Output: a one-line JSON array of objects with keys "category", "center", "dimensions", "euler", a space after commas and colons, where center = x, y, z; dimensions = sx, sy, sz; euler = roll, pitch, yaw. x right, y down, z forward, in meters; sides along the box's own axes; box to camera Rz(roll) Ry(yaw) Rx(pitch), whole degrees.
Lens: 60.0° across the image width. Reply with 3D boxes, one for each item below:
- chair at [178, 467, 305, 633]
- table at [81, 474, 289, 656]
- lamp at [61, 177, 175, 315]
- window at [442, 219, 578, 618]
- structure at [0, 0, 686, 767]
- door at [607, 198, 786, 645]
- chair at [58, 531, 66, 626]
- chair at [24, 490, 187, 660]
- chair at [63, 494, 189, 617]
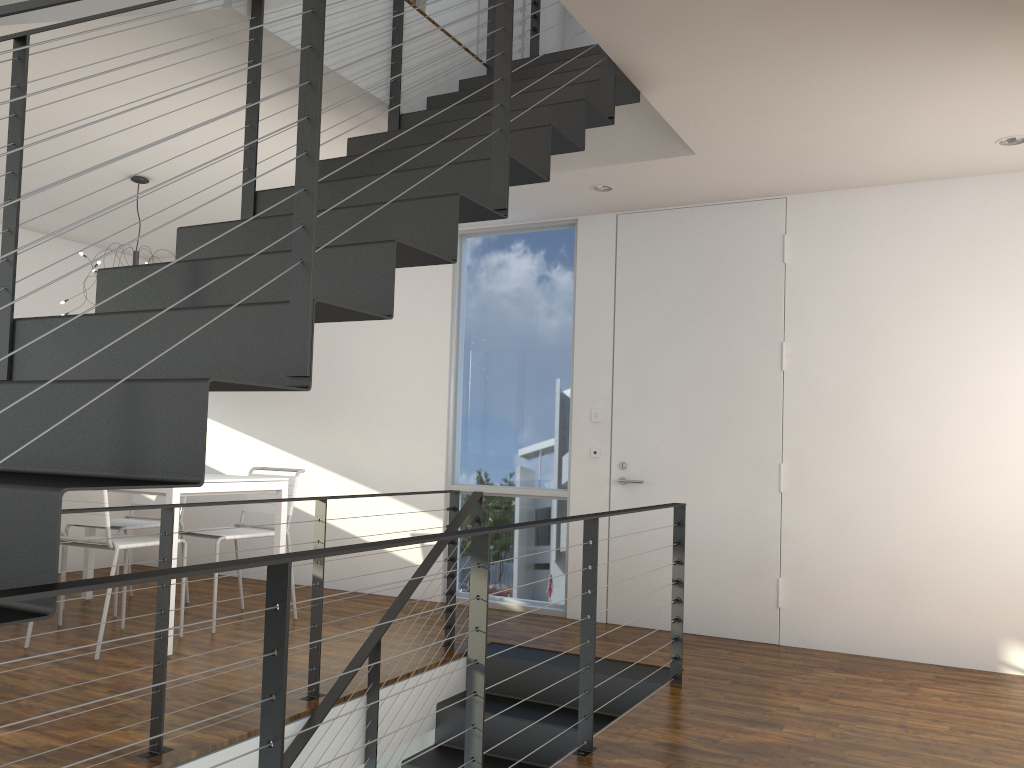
[{"category": "chair", "center": [-1.387, 0.808, 4.493], "dimensions": [0.428, 0.764, 0.556], "euler": [0, -4, 34]}, {"category": "table", "center": [-1.874, 0.792, 4.286], "dimensions": [1.400, 0.719, 0.701], "euler": [0, -4, 27]}, {"category": "lamp", "center": [-1.866, -0.663, 4.414], "dimensions": [0.619, 0.725, 0.590], "euler": [5, -4, -41]}, {"category": "window", "center": [0.012, 0.188, 5.092], "dimensions": [0.836, 2.209, 0.115], "euler": [0, -3, 27]}, {"category": "structure", "center": [-0.600, 0.573, 2.218], "dimensions": [1.094, 6.289, 4.368], "euler": [0, -4, 27]}, {"category": "door", "center": [0.919, 0.170, 4.515], "dimensions": [0.881, 2.182, 0.077], "euler": [0, -3, 27]}, {"category": "chair", "center": [-2.432, 0.747, 4.102], "dimensions": [0.428, 0.764, 0.556], "euler": [0, -4, 33]}, {"category": "chair", "center": [-1.771, 0.751, 3.887], "dimensions": [0.428, 0.764, 0.556], "euler": [0, -4, 24]}, {"category": "chair", "center": [-2.051, 0.810, 4.794], "dimensions": [0.428, 0.764, 0.556], "euler": [1, -4, 22]}]
